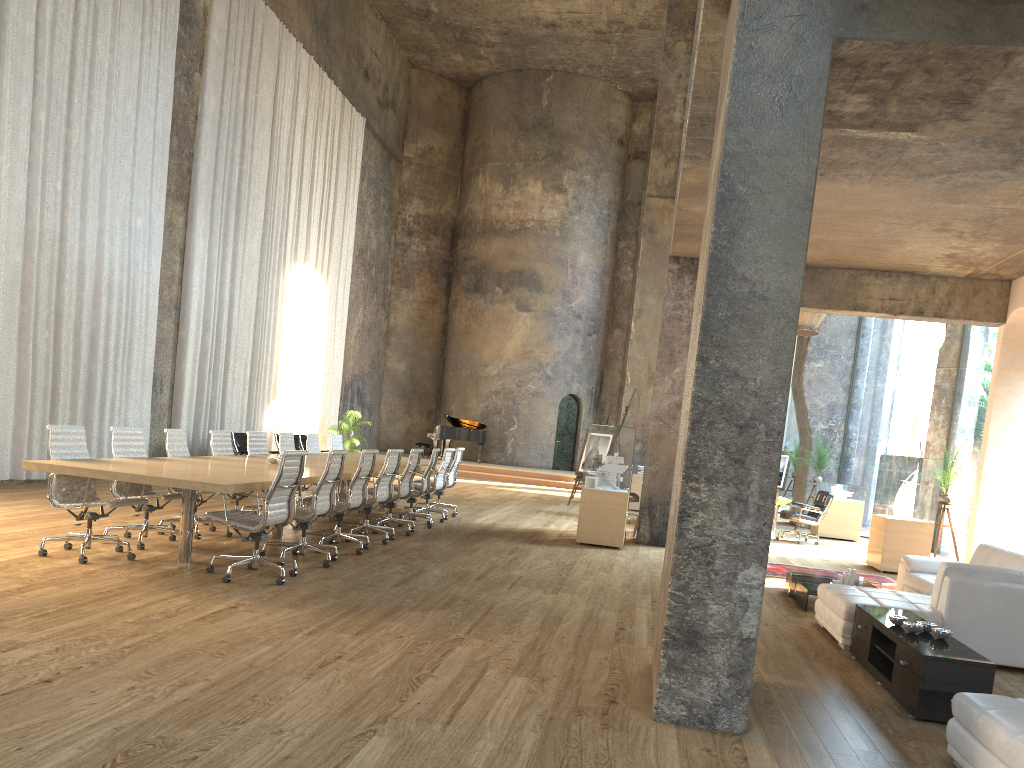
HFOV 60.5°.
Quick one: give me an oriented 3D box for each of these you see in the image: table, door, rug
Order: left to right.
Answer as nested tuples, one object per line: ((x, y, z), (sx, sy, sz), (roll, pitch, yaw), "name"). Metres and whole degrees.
((-2.247, 1.280, 10.120), (1.597, 0.763, 7.700), (6, -3, 9), "table")
((1.586, 1.436, 26.207), (0.906, 2.314, 0.090), (4, 5, -33), "door")
((3.366, 2.148, 14.872), (2.405, 0.705, 1.102), (6, -1, 8), "table")
((3.430, 2.271, 10.615), (2.457, 0.009, 1.344), (5, -3, 8), "rug")
((3.173, 2.029, 8.757), (0.858, 0.248, 0.369), (6, -1, 8), "table")
((3.116, 2.025, 8.395), (0.788, 0.204, 1.108), (6, -3, 9), "table")

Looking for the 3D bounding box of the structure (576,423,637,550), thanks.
((1.229, 1.314, 11.395), (0.593, 1.559, 0.739), (6, 3, 9), "structure")

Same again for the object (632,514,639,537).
((2.139, 1.629, 12.977), (0.569, 1.307, 0.655), (6, 3, 9), "object")

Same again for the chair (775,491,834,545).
((4.840, 2.193, 14.650), (0.820, 0.899, 0.726), (6, 2, 3), "chair")

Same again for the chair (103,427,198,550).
((-3.226, 0.926, 7.885), (0.696, 1.033, 0.664), (7, 2, 17), "chair")

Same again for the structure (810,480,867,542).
((5.973, 2.328, 16.131), (0.733, 1.022, 0.740), (6, 2, 9), "structure")

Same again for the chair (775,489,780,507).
((3.773, 2.054, 14.111), (0.732, 0.899, 0.814), (5, 1, -18), "chair")

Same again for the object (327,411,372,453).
((-3.949, 1.364, 21.371), (1.092, 1.467, 1.122), (6, 2, 0), "object")

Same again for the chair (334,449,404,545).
((-1.580, 1.187, 9.551), (0.696, 1.033, 0.664), (7, 2, 17), "chair")

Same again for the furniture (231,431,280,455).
((-4.513, 1.295, 15.506), (0.707, 0.846, 1.868), (6, -2, 9), "furniture")

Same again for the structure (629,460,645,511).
((2.809, 2.097, 17.911), (0.741, 1.022, 0.732), (6, 2, 9), "structure")

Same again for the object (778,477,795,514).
((6.282, 2.572, 19.642), (0.658, 0.980, 0.567), (6, 3, 3), "object")

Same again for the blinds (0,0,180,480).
((-5.976, -3.158, 9.906), (0.274, 8.706, 7.805), (7, 1, 10), "blinds")

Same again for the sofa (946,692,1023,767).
((3.011, 1.487, 3.512), (2.063, 0.726, 1.069), (6, -1, 8), "sofa")

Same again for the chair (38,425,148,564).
((-3.327, 0.870, 7.028), (0.696, 1.033, 0.663), (6, 2, 14), "chair")

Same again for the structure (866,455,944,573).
((5.226, 1.747, 11.743), (0.593, 1.559, 0.739), (6, 3, 9), "structure")

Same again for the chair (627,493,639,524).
((1.849, 1.908, 15.097), (0.820, 0.899, 0.727), (6, 2, 5), "chair")

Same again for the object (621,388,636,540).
((1.370, 1.101, 12.256), (0.683, 2.163, 0.697), (6, 4, 8), "object")

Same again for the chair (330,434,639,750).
((0.358, 1.569, 12.789), (12.922, 1.038, 31.445), (5, -3, 9), "chair")

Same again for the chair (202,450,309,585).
((-1.991, 0.997, 6.821), (0.696, 1.033, 0.663), (6, 2, 14), "chair")

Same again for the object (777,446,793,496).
((6.217, 2.063, 20.776), (0.695, 2.163, 0.685), (9, 5, 37), "object")

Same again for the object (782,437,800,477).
((6.327, 1.618, 19.598), (0.683, 0.946, 0.861), (7, 2, 29), "object")

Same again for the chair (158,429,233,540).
((-3.098, 0.985, 8.730), (0.697, 1.033, 0.662), (6, 2, 8), "chair")

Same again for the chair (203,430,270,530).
((-2.970, 1.048, 9.653), (0.696, 1.033, 0.663), (6, 2, 14), "chair")

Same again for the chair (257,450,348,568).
((-1.847, 1.062, 7.757), (0.697, 1.033, 0.663), (6, 2, 12), "chair")

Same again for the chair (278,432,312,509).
((-2.703, 1.171, 11.409), (0.696, 1.033, 0.663), (6, 2, 14), "chair")

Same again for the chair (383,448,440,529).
((-1.300, 1.312, 11.340), (0.697, 1.033, 0.662), (6, 2, 8), "chair")

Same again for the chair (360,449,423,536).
((-1.445, 1.248, 10.420), (0.696, 1.033, 0.663), (6, 2, 14), "chair")

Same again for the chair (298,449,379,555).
((-1.711, 1.125, 8.663), (0.696, 1.033, 0.663), (6, 2, 14), "chair")

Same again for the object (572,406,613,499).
((1.855, 1.527, 19.214), (0.678, 2.163, 0.702), (9, 5, 34), "object")

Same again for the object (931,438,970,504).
((5.992, 1.178, 12.073), (0.688, 0.946, 0.854), (6, 1, -1), "object")

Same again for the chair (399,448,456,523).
((-1.180, 1.370, 12.186), (0.696, 1.033, 0.664), (7, 2, 17), "chair")

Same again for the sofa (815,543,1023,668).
((3.639, 1.775, 7.661), (2.059, 0.726, 2.923), (6, -3, 9), "sofa")

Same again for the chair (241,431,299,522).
((-2.835, 1.109, 10.521), (0.696, 1.033, 0.664), (7, 2, 17), "chair")

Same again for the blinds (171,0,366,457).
((-4.682, -2.563, 18.439), (0.274, 8.706, 7.805), (7, 1, 10), "blinds")

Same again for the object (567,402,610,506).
((1.676, 1.407, 17.334), (0.694, 2.163, 0.686), (9, 5, 40), "object")

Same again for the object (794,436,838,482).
((5.939, 1.447, 17.173), (0.856, 0.947, 0.686), (6, 2, 11), "object")

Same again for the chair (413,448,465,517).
((-1.085, 1.427, 13.044), (0.696, 1.033, 0.663), (6, 2, 14), "chair")

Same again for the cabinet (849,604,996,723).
((2.493, 1.720, 5.509), (0.395, 0.371, 1.559), (6, -3, 9), "cabinet")

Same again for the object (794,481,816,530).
((5.983, 2.406, 17.149), (0.661, 0.980, 0.565), (4, 3, -45), "object")

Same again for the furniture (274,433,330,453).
((-4.156, 1.460, 17.863), (0.707, 0.846, 1.868), (6, -2, 9), "furniture")

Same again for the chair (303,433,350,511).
((-2.568, 1.234, 12.315), (0.697, 1.033, 0.663), (6, 2, 12), "chair")

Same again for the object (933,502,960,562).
((5.833, 2.121, 12.152), (0.661, 0.980, 0.564), (5, 3, -27), "object")
